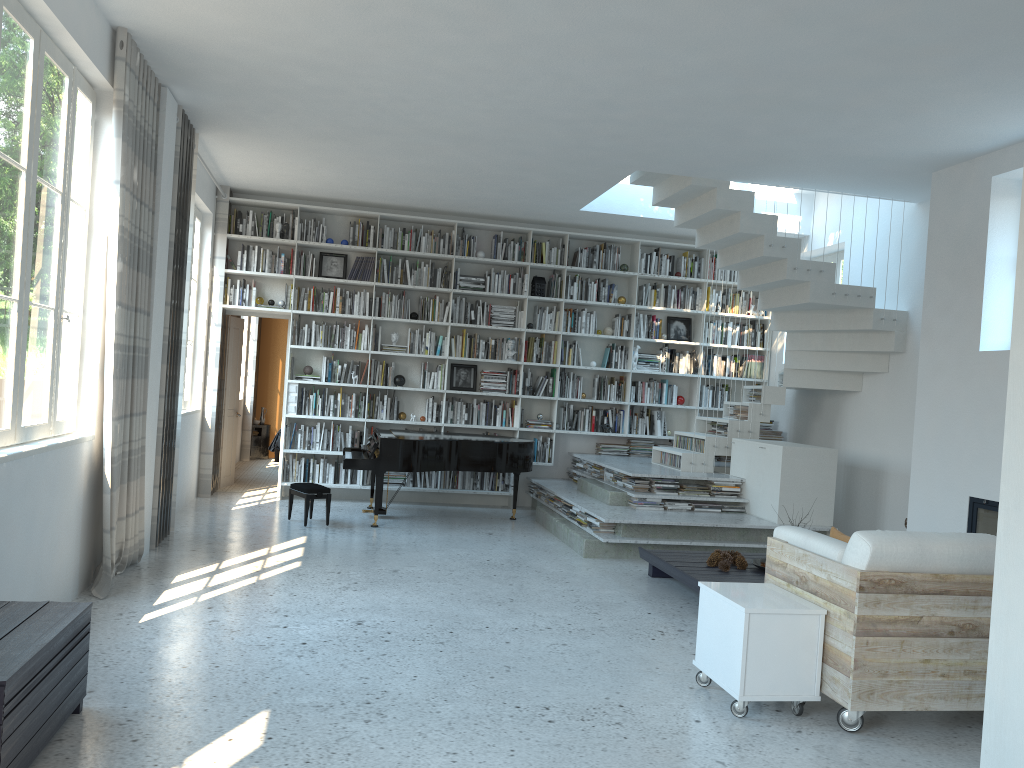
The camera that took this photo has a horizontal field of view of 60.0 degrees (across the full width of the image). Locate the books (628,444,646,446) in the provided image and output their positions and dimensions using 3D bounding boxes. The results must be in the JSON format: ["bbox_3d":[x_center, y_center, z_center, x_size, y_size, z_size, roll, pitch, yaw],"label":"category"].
[{"bbox_3d":[1.486,0.710,10.322,0.285,0.005,0.159,4,0,-12],"label":"books"}]

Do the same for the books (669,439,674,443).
[{"bbox_3d":[1.979,0.677,10.374,0.204,0.036,0.266,4,0,-10],"label":"books"}]

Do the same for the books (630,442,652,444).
[{"bbox_3d":[1.493,0.684,10.314,0.254,0.006,0.161,4,0,-16],"label":"books"}]

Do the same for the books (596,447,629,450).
[{"bbox_3d":[1.160,0.744,10.255,0.346,0.007,0.193,4,0,-14],"label":"books"}]

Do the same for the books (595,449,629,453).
[{"bbox_3d":[1.155,0.774,10.258,0.346,0.007,0.193,4,0,-13],"label":"books"}]

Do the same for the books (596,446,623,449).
[{"bbox_3d":[1.160,0.737,10.258,0.346,0.007,0.193,4,0,-9],"label":"books"}]

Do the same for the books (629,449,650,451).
[{"bbox_3d":[1.486,0.766,10.323,0.254,0.007,0.161,4,0,-10],"label":"books"}]

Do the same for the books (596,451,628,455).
[{"bbox_3d":[1.154,0.797,10.249,0.345,0.007,0.193,4,0,-6],"label":"books"}]

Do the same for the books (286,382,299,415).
[{"bbox_3d":[-2.353,0.154,9.522,0.106,0.340,0.307,4,0,-11],"label":"books"}]

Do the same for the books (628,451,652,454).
[{"bbox_3d":[1.486,0.794,10.317,0.254,0.007,0.161,4,0,-15],"label":"books"}]

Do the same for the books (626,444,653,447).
[{"bbox_3d":[1.486,0.716,10.322,0.285,0.005,0.159,4,0,-10],"label":"books"}]

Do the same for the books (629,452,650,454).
[{"bbox_3d":[1.486,0.800,10.314,0.285,0.007,0.159,4,0,-6],"label":"books"}]

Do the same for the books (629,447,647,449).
[{"bbox_3d":[1.487,0.745,10.323,0.285,0.007,0.159,4,0,-10],"label":"books"}]

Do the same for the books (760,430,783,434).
[{"bbox_3d":[2.873,0.532,9.934,0.267,0.026,0.161,4,0,-6],"label":"books"}]

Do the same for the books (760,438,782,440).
[{"bbox_3d":[2.867,0.610,9.937,0.249,0.006,0.189,4,0,-11],"label":"books"}]

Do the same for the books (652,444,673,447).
[{"bbox_3d":[1.854,0.728,10.381,0.368,0.007,0.205,4,0,-16],"label":"books"}]

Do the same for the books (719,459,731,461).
[{"bbox_3d":[2.621,0.904,10.536,0.328,0.008,0.207,4,0,-6],"label":"books"}]

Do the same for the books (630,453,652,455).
[{"bbox_3d":[1.482,0.807,10.316,0.285,0.007,0.159,4,0,-15],"label":"books"}]

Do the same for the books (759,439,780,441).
[{"bbox_3d":[2.869,0.626,9.918,0.247,0.010,0.145,4,0,-12],"label":"books"}]

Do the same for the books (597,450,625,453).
[{"bbox_3d":[1.153,0.781,10.258,0.308,0.008,0.195,4,0,-9],"label":"books"}]

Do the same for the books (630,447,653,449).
[{"bbox_3d":[1.487,0.738,10.325,0.285,0.007,0.159,4,0,-11],"label":"books"}]

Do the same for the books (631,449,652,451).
[{"bbox_3d":[1.488,0.759,10.314,0.285,0.007,0.159,4,0,-16],"label":"books"}]

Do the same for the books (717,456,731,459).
[{"bbox_3d":[2.623,0.880,10.538,0.368,0.007,0.205,4,0,-5],"label":"books"}]

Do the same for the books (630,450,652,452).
[{"bbox_3d":[1.486,0.773,10.316,0.285,0.007,0.159,4,0,-15],"label":"books"}]

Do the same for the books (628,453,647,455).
[{"bbox_3d":[1.481,0.814,10.323,0.254,0.007,0.161,4,0,-10],"label":"books"}]

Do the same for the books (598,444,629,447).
[{"bbox_3d":[1.162,0.707,10.258,0.346,0.007,0.193,4,0,-13],"label":"books"}]

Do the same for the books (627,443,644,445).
[{"bbox_3d":[1.488,0.699,10.315,0.285,0.005,0.159,4,0,-15],"label":"books"}]

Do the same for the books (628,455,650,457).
[{"bbox_3d":[1.479,0.834,10.326,0.285,0.007,0.159,4,0,-11],"label":"books"}]

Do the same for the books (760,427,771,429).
[{"bbox_3d":[2.840,0.500,10.138,0.182,0.011,0.131,4,0,-13],"label":"books"}]

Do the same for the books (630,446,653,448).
[{"bbox_3d":[1.486,0.726,10.320,0.285,0.005,0.159,4,0,-13],"label":"books"}]

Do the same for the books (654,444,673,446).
[{"bbox_3d":[1.853,0.721,10.391,0.368,0.007,0.205,4,0,-9],"label":"books"}]

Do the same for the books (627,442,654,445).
[{"bbox_3d":[1.492,0.689,10.318,0.285,0.005,0.159,4,0,-14],"label":"books"}]

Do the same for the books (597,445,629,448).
[{"bbox_3d":[1.161,0.722,10.258,0.346,0.007,0.193,4,0,-9],"label":"books"}]

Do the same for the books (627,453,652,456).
[{"bbox_3d":[1.480,0.821,10.325,0.254,0.007,0.161,4,0,-11],"label":"books"}]

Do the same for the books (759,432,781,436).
[{"bbox_3d":[2.872,0.557,9.929,0.234,0.025,0.157,4,0,-15],"label":"books"}]

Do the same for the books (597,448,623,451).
[{"bbox_3d":[1.155,0.759,10.263,0.308,0.008,0.195,4,0,-11],"label":"books"}]

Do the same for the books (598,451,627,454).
[{"bbox_3d":[1.154,0.789,10.252,0.308,0.008,0.195,4,0,-7],"label":"books"}]

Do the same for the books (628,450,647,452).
[{"bbox_3d":[1.486,0.779,10.317,0.254,0.007,0.161,4,0,-15],"label":"books"}]

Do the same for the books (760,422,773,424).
[{"bbox_3d":[2.844,0.435,10.138,0.232,0.025,0.123,4,0,-14],"label":"books"}]

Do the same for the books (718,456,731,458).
[{"bbox_3d":[2.623,0.872,10.542,0.328,0.008,0.207,4,0,-8],"label":"books"}]

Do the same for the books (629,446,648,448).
[{"bbox_3d":[1.485,0.732,10.324,0.254,0.006,0.161,4,0,-11],"label":"books"}]

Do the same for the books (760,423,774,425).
[{"bbox_3d":[2.845,0.454,10.126,0.235,0.014,0.155,4,0,-10],"label":"books"}]

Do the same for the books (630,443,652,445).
[{"bbox_3d":[1.492,0.694,10.316,0.254,0.006,0.161,4,0,-7],"label":"books"}]

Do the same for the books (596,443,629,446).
[{"bbox_3d":[1.163,0.700,10.258,0.346,0.007,0.193,4,0,-9],"label":"books"}]

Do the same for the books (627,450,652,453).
[{"bbox_3d":[1.485,0.786,10.321,0.285,0.007,0.159,4,0,-9],"label":"books"}]

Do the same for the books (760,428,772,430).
[{"bbox_3d":[2.842,0.509,10.126,0.192,0.008,0.160,4,0,-11],"label":"books"}]

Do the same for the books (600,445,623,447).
[{"bbox_3d":[1.162,0.715,10.258,0.308,0.008,0.195,4,0,-9],"label":"books"}]

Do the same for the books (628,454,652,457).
[{"bbox_3d":[1.481,0.828,10.317,0.254,0.007,0.161,4,0,-7],"label":"books"}]

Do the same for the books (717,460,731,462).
[{"bbox_3d":[2.619,0.919,10.542,0.368,0.007,0.205,4,0,-8],"label":"books"}]

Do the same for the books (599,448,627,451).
[{"bbox_3d":[1.161,0.752,10.250,0.308,0.008,0.195,4,0,-6],"label":"books"}]

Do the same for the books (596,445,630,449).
[{"bbox_3d":[1.162,0.729,10.249,0.346,0.007,0.193,4,0,-16],"label":"books"}]

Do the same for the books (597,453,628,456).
[{"bbox_3d":[1.152,0.812,10.252,0.345,0.007,0.193,4,0,-7],"label":"books"}]

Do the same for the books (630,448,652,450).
[{"bbox_3d":[1.486,0.752,10.323,0.254,0.007,0.161,4,0,-10],"label":"books"}]

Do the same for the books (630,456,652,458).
[{"bbox_3d":[1.480,0.841,10.319,0.254,0.007,0.161,4,0,-8],"label":"books"}]

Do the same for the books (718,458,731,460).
[{"bbox_3d":[2.621,0.896,10.542,0.328,0.008,0.207,4,0,-8],"label":"books"}]

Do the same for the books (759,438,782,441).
[{"bbox_3d":[2.866,0.617,9.937,0.251,0.008,0.184,4,0,-10],"label":"books"}]

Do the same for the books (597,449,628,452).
[{"bbox_3d":[1.157,0.767,10.250,0.308,0.008,0.195,4,0,-16],"label":"books"}]

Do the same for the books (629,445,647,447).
[{"bbox_3d":[1.486,0.721,10.322,0.254,0.006,0.161,4,0,-12],"label":"books"}]

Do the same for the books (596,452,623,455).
[{"bbox_3d":[1.153,0.804,10.253,0.308,0.008,0.195,4,0,-15],"label":"books"}]
